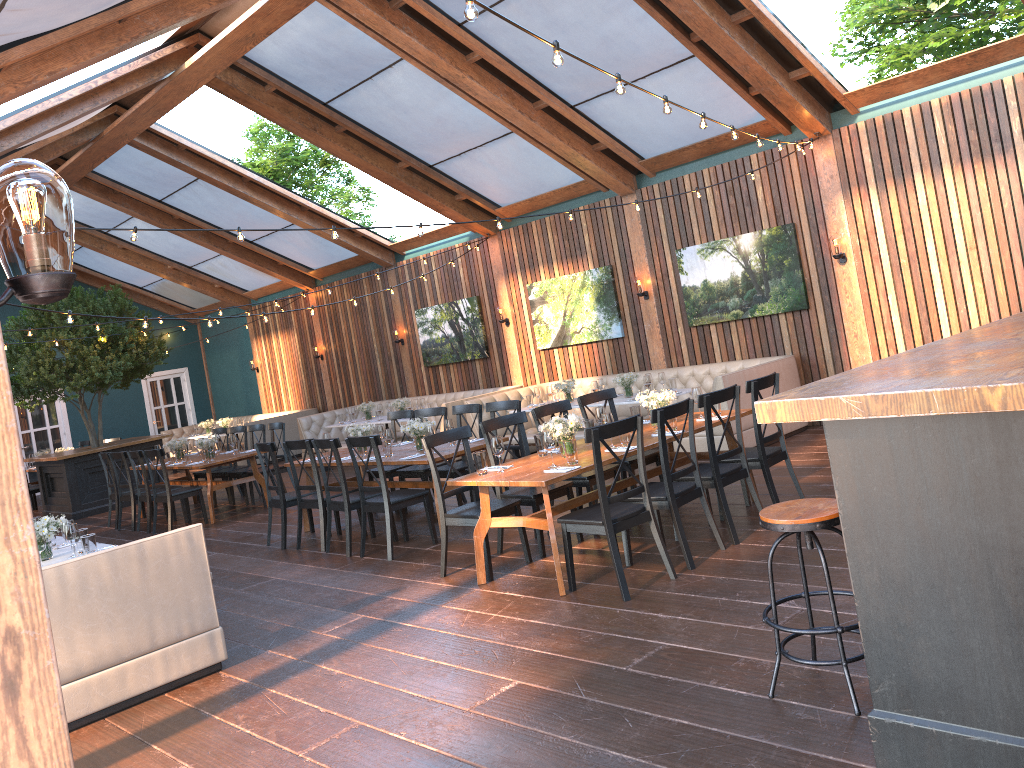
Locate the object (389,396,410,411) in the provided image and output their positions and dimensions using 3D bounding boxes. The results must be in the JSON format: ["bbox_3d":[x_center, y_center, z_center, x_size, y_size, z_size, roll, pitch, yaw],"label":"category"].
[{"bbox_3d":[-1.714,0.358,13.706,0.338,0.309,0.327,-11,2,-27],"label":"object"}]

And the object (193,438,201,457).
[{"bbox_3d":[-4.349,0.876,12.219,0.092,0.244,0.093,-10,0,44],"label":"object"}]

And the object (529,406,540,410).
[{"bbox_3d":[0.346,0.288,11.158,0.256,0.019,0.156,-13,4,-43],"label":"object"}]

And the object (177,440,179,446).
[{"bbox_3d":[-4.781,0.927,12.630,0.092,0.244,0.092,-10,0,27],"label":"object"}]

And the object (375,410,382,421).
[{"bbox_3d":[-2.071,0.492,13.790,0.091,0.158,0.092,-10,0,33],"label":"object"}]

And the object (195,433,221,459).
[{"bbox_3d":[-3.943,0.812,11.474,0.329,0.309,0.336,-10,1,-6],"label":"object"}]

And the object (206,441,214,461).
[{"bbox_3d":[-3.771,0.838,11.069,0.093,0.244,0.092,-10,0,-40],"label":"object"}]

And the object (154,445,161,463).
[{"bbox_3d":[-4.913,0.969,12.292,0.092,0.244,0.092,-10,0,5],"label":"object"}]

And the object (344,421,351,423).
[{"bbox_3d":[-2.738,0.623,14.811,0.158,0.019,0.254,-13,4,-43],"label":"object"}]

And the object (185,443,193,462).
[{"bbox_3d":[-4.189,0.888,11.481,0.093,0.244,0.092,-10,0,-40],"label":"object"}]

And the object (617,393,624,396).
[{"bbox_3d":[1.280,0.139,10.898,0.256,0.019,0.156,-13,4,-43],"label":"object"}]

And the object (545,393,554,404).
[{"bbox_3d":[0.477,0.199,11.077,0.091,0.158,0.092,-10,0,33],"label":"object"}]

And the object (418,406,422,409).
[{"bbox_3d":[-1.433,0.385,13.715,0.091,0.158,0.092,-10,0,33],"label":"object"}]

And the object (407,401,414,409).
[{"bbox_3d":[-1.518,0.378,13.323,0.093,0.244,0.092,-10,0,-40],"label":"object"}]

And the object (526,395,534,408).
[{"bbox_3d":[0.235,0.224,11.388,0.091,0.158,0.092,-10,0,33],"label":"object"}]

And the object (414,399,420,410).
[{"bbox_3d":[-1.459,0.352,13.608,0.092,0.244,0.092,-10,0,5],"label":"object"}]

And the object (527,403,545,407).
[{"bbox_3d":[0.328,0.270,11.532,0.158,0.019,0.254,-13,4,-43],"label":"object"}]

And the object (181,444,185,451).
[{"bbox_3d":[-4.718,0.952,12.768,0.092,0.158,0.091,-10,0,-17],"label":"object"}]

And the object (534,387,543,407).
[{"bbox_3d":[0.334,0.164,11.369,0.092,0.244,0.092,-10,0,5],"label":"object"}]

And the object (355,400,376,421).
[{"bbox_3d":[-2.364,0.433,14.401,0.338,0.309,0.327,-11,2,-31],"label":"object"}]

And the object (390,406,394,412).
[{"bbox_3d":[-1.941,0.443,14.260,0.091,0.158,0.092,-10,0,33],"label":"object"}]

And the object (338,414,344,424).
[{"bbox_3d":[-2.830,0.576,14.667,0.091,0.158,0.092,-10,0,33],"label":"object"}]

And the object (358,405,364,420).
[{"bbox_3d":[-2.509,0.473,14.733,0.092,0.244,0.092,-10,0,5],"label":"object"}]

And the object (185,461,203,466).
[{"bbox_3d":[-3.928,0.982,11.030,0.256,0.019,0.156,-13,4,-43],"label":"object"}]

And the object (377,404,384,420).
[{"bbox_3d":[-2.060,0.441,13.898,0.092,0.244,0.092,-10,0,5],"label":"object"}]

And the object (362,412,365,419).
[{"bbox_3d":[-2.483,0.506,14.840,0.091,0.158,0.092,-10,0,33],"label":"object"}]

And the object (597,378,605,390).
[{"bbox_3d":[1.099,0.058,10.873,0.092,0.244,0.092,-10,0,-1],"label":"object"}]

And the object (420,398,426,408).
[{"bbox_3d":[-1.339,0.343,13.406,0.092,0.244,0.092,-10,0,5],"label":"object"}]

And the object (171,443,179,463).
[{"bbox_3d":[-4.518,0.924,11.855,0.092,0.244,0.093,-10,0,44],"label":"object"}]

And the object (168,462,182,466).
[{"bbox_3d":[-4.320,1.027,11.453,0.256,0.019,0.156,-13,4,-43],"label":"object"}]

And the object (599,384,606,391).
[{"bbox_3d":[1.125,0.091,10.980,0.091,0.158,0.092,-10,0,33],"label":"object"}]

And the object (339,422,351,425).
[{"bbox_3d":[-2.719,0.640,14.437,0.256,0.019,0.156,-13,4,-43],"label":"object"}]

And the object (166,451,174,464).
[{"bbox_3d":[-4.529,0.977,11.732,0.092,0.158,0.091,-10,0,-37],"label":"object"}]

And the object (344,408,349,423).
[{"bbox_3d":[-2.732,0.516,14.649,0.092,0.244,0.092,-10,0,5],"label":"object"}]

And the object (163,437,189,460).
[{"bbox_3d":[-4.632,0.889,12.255,0.327,0.309,0.338,-9,2,42],"label":"object"}]

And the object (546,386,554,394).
[{"bbox_3d":[0.489,0.147,11.185,0.092,0.244,0.092,-10,0,5],"label":"object"}]

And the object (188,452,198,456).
[{"bbox_3d":[-4.574,1.004,12.662,0.256,0.019,0.156,-13,4,-43],"label":"object"}]

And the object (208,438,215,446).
[{"bbox_3d":[-4.014,0.838,11.813,0.092,0.244,0.092,-10,0,-1],"label":"object"}]

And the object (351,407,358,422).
[{"bbox_3d":[-2.577,0.500,14.464,0.092,0.244,0.092,-10,0,5],"label":"object"}]

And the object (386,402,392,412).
[{"bbox_3d":[-1.967,0.410,14.152,0.092,0.244,0.092,-10,0,5],"label":"object"}]

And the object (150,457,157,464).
[{"bbox_3d":[-4.929,1.023,12.158,0.092,0.158,0.091,-10,0,-27],"label":"object"}]

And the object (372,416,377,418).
[{"bbox_3d":[-2.328,0.554,14.758,0.256,0.019,0.156,-13,4,-43],"label":"object"}]

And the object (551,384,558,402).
[{"bbox_3d":[0.557,0.120,11.454,0.092,0.244,0.092,-10,0,5],"label":"object"}]

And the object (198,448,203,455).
[{"bbox_3d":[-4.342,0.908,12.322,0.092,0.158,0.091,-10,0,-17],"label":"object"}]

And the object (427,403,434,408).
[{"bbox_3d":[-1.226,0.367,13.387,0.092,0.158,0.091,-10,0,-7],"label":"object"}]

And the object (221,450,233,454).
[{"bbox_3d":[-3.813,0.916,11.853,0.256,0.019,0.156,-13,4,-43],"label":"object"}]

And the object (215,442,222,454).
[{"bbox_3d":[-3.959,0.865,11.952,0.091,0.158,0.092,-10,0,13],"label":"object"}]

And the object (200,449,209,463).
[{"bbox_3d":[-3.790,0.893,10.923,0.092,0.158,0.091,-10,0,-7],"label":"object"}]

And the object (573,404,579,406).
[{"bbox_3d":[0.864,0.229,10.592,0.256,0.019,0.156,-13,4,-43],"label":"object"}]

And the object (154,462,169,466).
[{"bbox_3d":[-4.658,1.065,11.832,0.256,0.019,0.156,-13,4,-43],"label":"object"}]

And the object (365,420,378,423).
[{"bbox_3d":[-2.202,0.581,13.871,0.256,0.019,0.156,-13,4,-43],"label":"object"}]

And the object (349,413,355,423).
[{"bbox_3d":[-2.589,0.551,14.356,0.091,0.158,0.092,-10,0,33],"label":"object"}]

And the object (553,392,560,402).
[{"bbox_3d":[0.583,0.153,11.561,0.091,0.158,0.092,-10,0,33],"label":"object"}]

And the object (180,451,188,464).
[{"bbox_3d":[-4.195,0.941,11.337,0.092,0.158,0.091,-10,0,-17],"label":"object"}]

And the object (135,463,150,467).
[{"bbox_3d":[-5.080,1.115,12.257,0.256,0.019,0.156,-13,4,-43],"label":"object"}]

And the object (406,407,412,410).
[{"bbox_3d":[-1.530,0.430,13.214,0.091,0.158,0.092,-10,0,33],"label":"object"}]
